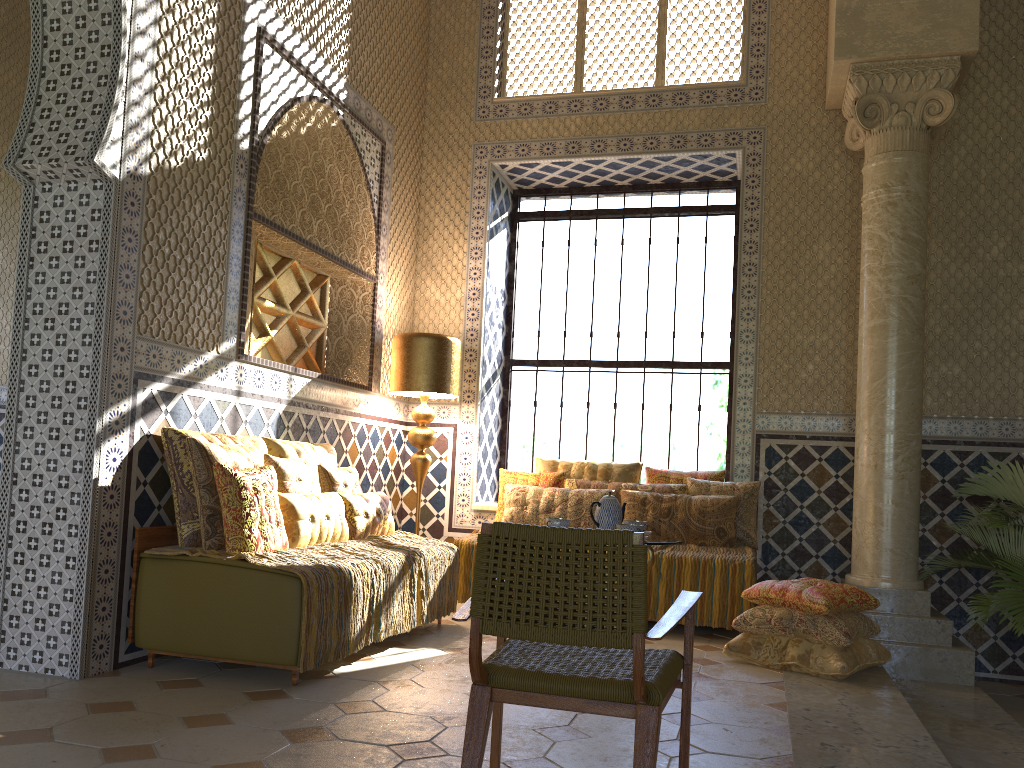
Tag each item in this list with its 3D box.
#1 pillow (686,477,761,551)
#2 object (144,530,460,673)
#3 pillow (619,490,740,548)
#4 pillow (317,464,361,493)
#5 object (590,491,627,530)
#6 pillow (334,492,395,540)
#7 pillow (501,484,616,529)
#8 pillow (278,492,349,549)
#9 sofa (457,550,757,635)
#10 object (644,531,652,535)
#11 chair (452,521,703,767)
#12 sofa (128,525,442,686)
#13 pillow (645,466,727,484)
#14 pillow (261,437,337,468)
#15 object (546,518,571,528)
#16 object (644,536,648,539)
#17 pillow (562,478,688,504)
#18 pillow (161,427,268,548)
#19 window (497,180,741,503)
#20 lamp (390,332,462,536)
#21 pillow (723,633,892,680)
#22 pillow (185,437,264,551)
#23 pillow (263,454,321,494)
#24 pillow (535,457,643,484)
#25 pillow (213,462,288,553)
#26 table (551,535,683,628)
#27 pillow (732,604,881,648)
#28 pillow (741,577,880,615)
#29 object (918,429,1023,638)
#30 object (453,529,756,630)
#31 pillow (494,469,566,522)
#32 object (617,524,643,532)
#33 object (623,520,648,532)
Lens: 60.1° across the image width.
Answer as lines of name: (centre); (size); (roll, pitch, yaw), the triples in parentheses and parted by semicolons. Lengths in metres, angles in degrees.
pillow: (2.105, 1.300, 8.888); (0.740, 0.691, 0.342); (2, -4, 16)
object: (-1.443, 1.570, 6.928); (1.313, 0.715, 2.899); (1, -6, 16)
pillow: (1.632, 1.350, 8.768); (1.191, 0.545, 0.330); (1, -4, 16)
pillow: (-1.483, 1.031, 7.722); (0.313, 0.636, 0.684); (2, -5, 16)
object: (0.700, 0.942, 6.440); (0.273, 0.323, 0.200); (2, -4, 5)
pillow: (-1.277, 1.166, 7.705); (0.271, 0.449, 0.987); (2, -5, 16)
pillow: (0.453, 1.326, 9.101); (1.191, 0.545, 0.330); (1, -4, 16)
pillow: (-1.530, 1.061, 6.804); (0.271, 0.449, 0.987); (2, -5, 16)
sofa: (0.981, 1.902, 8.889); (2.848, 0.935, 1.279); (1, -5, 16)
object: (0.929, 1.125, 6.692); (0.256, 0.032, 0.257); (3, -6, -5)
chair: (0.246, 1.159, 3.567); (0.950, 1.206, 0.910); (2, -4, 16)
sofa: (-1.499, 1.579, 6.957); (1.273, 0.934, 2.862); (1, -6, 16)
pillow: (1.787, 1.276, 9.267); (0.855, 0.798, 0.395); (2, -4, 16)
pillow: (-1.779, 0.906, 7.681); (0.422, 0.829, 1.197); (2, -5, 16)
object: (0.338, 1.037, 6.495); (0.183, 0.100, 0.183); (3, -5, -3)
object: (0.804, 1.054, 6.068); (0.255, 0.032, 0.257); (2, -6, 12)
pillow: (1.137, 1.308, 9.138); (1.341, 0.613, 0.372); (1, -4, 16)
pillow: (-2.102, 0.770, 6.531); (0.422, 0.829, 1.197); (2, -5, 16)
window: (-1.525, -0.521, 11.152); (8.480, 3.979, 0.576); (2, -3, 12)
lamp: (-0.972, 0.899, 9.397); (0.737, 2.806, 0.738); (4, -3, -15)
pillow: (2.379, 2.130, 7.103); (0.991, 0.367, 1.046); (-2, -7, 41)
pillow: (-1.971, 0.791, 6.259); (0.383, 0.778, 0.837); (2, -5, 16)
pillow: (-1.698, 0.911, 6.951); (0.340, 0.691, 0.744); (2, -5, 16)
pillow: (0.776, 1.220, 9.495); (1.192, 0.830, 0.424); (1, -4, 16)
pillow: (-1.763, 0.874, 6.046); (0.344, 0.649, 0.687); (2, -5, 15)
table: (0.653, 1.584, 6.371); (1.104, 0.978, 1.101); (7, -6, -44)
pillow: (2.369, 1.927, 7.109); (0.931, 0.346, 0.883); (-1, -7, 36)
pillow: (2.392, 1.719, 7.106); (0.750, 0.310, 0.804); (7, -7, -40)
object: (4.856, 1.493, 7.214); (2.641, 2.495, 2.172); (3, -4, 3)
object: (0.926, 1.885, 8.840); (2.884, 0.716, 1.320); (1, -5, 16)
pillow: (0.174, 1.260, 9.433); (0.740, 0.691, 0.342); (2, -4, 16)
object: (0.807, 1.017, 6.070); (0.183, 0.100, 0.184); (2, -5, 12)
object: (0.931, 1.087, 6.693); (0.183, 0.100, 0.184); (2, -5, 5)
